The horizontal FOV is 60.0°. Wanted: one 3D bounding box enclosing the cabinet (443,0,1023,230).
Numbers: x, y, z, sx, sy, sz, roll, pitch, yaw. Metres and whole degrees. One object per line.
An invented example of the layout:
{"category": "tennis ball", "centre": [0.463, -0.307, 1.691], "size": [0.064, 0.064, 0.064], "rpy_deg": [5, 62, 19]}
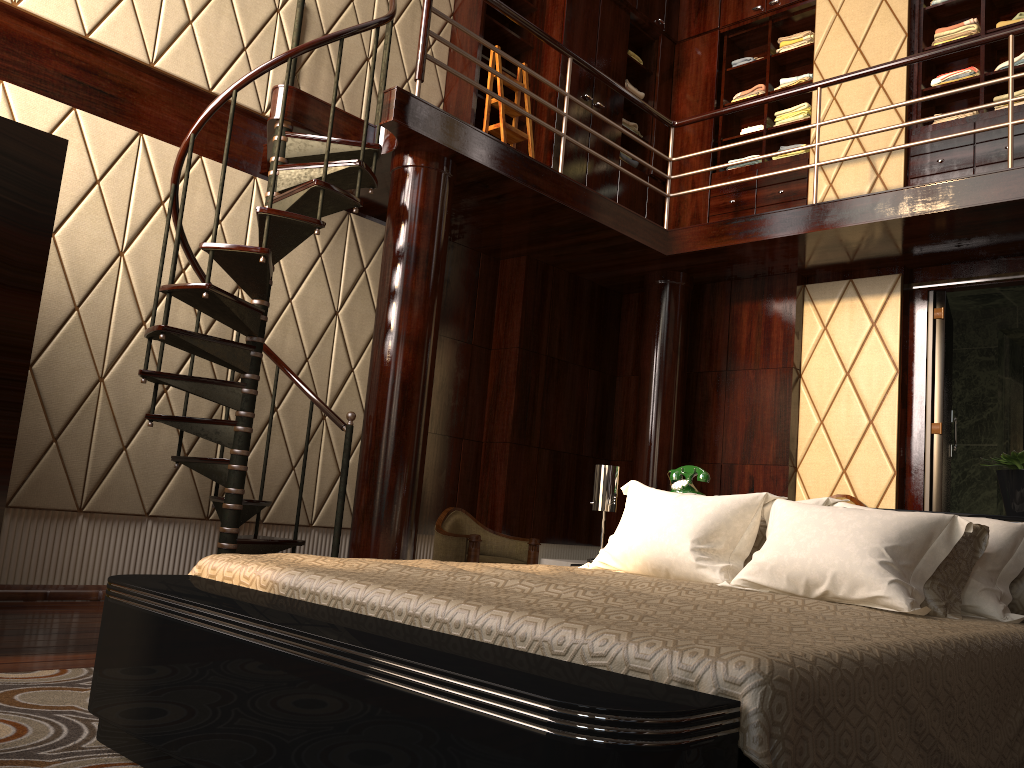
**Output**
{"category": "cabinet", "centre": [2.636, -2.111, 4.571], "size": [6.767, 2.432, 2.576], "rpy_deg": [-3, -12, 43]}

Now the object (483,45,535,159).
{"category": "object", "centre": [0.015, -1.558, 5.358], "size": [0.258, 0.974, 0.275], "rpy_deg": [-3, -12, 43]}

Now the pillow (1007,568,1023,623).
{"category": "pillow", "centre": [0.987, 0.605, 2.863], "size": [1.396, 0.167, 0.173], "rpy_deg": [-3, -12, 43]}

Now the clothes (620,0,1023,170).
{"category": "clothes", "centre": [2.812, -2.009, 5.389], "size": [4.996, 0.954, 0.818], "rpy_deg": [-1, -10, 36]}

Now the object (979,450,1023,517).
{"category": "object", "centre": [1.584, 0.313, 2.733], "size": [0.256, 0.205, 0.241], "rpy_deg": [1, -9, 25]}

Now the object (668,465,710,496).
{"category": "object", "centre": [0.705, 0.392, 3.549], "size": [0.158, 0.131, 0.178], "rpy_deg": [4, -9, 6]}

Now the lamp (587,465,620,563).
{"category": "lamp", "centre": [0.364, 0.516, 3.498], "size": [0.109, 0.385, 0.106], "rpy_deg": [12, -11, -39]}

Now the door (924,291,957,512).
{"category": "door", "centre": [3.075, 0.377, 5.008], "size": [1.435, 1.820, 0.828], "rpy_deg": [-2, -11, 42]}

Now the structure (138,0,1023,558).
{"category": "structure", "centre": [1.608, -0.434, 3.382], "size": [6.107, 3.189, 3.750], "rpy_deg": [-3, -12, 43]}

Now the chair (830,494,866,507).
{"category": "chair", "centre": [1.753, 0.876, 4.962], "size": [0.571, 0.550, 0.462], "rpy_deg": [-3, -12, 43]}

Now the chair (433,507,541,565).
{"category": "chair", "centre": [-0.181, 0.956, 4.785], "size": [0.462, 0.550, 0.571], "rpy_deg": [-3, -12, 43]}

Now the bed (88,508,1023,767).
{"category": "bed", "centre": [0.420, 0.574, 2.257], "size": [1.985, 0.660, 2.381], "rpy_deg": [-3, -12, 43]}

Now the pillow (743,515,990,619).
{"category": "pillow", "centre": [0.787, 0.493, 2.604], "size": [1.123, 0.271, 0.293], "rpy_deg": [-3, -12, 44]}

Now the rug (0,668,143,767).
{"category": "rug", "centre": [0.410, 0.873, 2.032], "size": [2.910, 0.006, 3.735], "rpy_deg": [-3, -12, 43]}

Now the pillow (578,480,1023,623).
{"category": "pillow", "centre": [0.788, 0.473, 2.643], "size": [1.322, 0.320, 0.685], "rpy_deg": [-3, -12, 45]}
